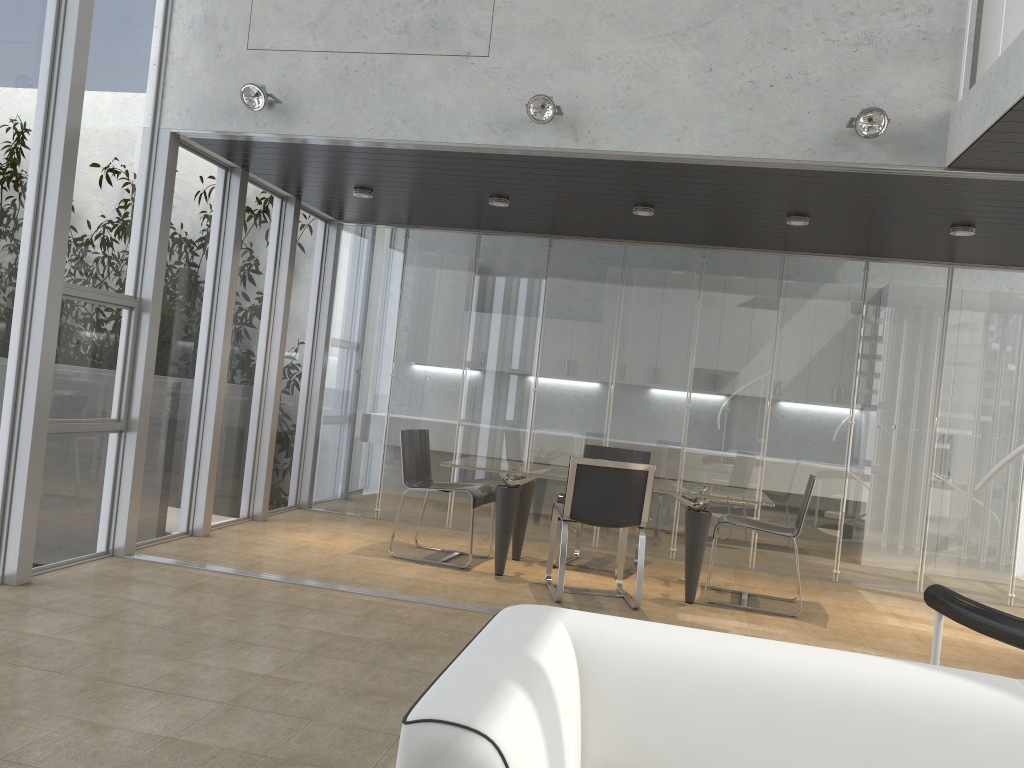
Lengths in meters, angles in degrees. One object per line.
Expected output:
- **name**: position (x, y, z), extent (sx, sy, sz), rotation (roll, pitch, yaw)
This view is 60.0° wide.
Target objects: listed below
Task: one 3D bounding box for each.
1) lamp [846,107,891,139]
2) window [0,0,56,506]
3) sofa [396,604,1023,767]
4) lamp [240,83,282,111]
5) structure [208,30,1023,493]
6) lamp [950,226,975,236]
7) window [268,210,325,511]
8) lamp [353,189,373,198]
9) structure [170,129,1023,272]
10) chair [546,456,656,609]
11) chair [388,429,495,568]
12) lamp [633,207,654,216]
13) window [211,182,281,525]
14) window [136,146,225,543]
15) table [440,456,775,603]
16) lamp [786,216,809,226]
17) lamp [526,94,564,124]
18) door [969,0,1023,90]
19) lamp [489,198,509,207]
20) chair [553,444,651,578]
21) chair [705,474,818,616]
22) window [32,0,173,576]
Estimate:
- **lamp**: position (1.867, -1.351, 4.645), extent (0.197, 0.154, 0.254), rotation (6, -1, 11)
- **window**: position (-2.493, -1.801, 4.295), extent (0.010, 5.650, 0.741), rotation (6, -1, 11)
- **sofa**: position (1.123, 1.021, 1.764), extent (2.601, 0.638, 0.971), rotation (6, -1, 11)
- **lamp**: position (-1.516, -1.699, 5.298), extent (0.197, 0.154, 0.228), rotation (6, -1, 11)
- **structure**: position (0.941, 0.981, 5.136), extent (6.700, 6.900, 4.916), rotation (6, -1, 11)
- **lamp**: position (3.040, -1.031, 5.982), extent (0.149, 0.038, 0.149), rotation (6, -1, 26)
- **window**: position (-1.954, -0.202, 7.867), extent (0.010, 2.645, 0.741), rotation (6, -1, 11)
- **lamp**: position (-1.143, -1.462, 6.807), extent (0.149, 0.038, 0.149), rotation (6, -1, 26)
- **structure**: position (-0.698, -2.087, 2.804), extent (9.817, 6.605, 10.665), rotation (6, -1, 10)
- **chair**: position (0.564, 0.937, 5.817), extent (0.546, 0.922, 0.660), rotation (6, -1, -4)
- **chair**: position (-0.497, 0.833, 6.609), extent (0.660, 0.922, 0.546), rotation (6, -1, 16)
- **lamp**: position (0.948, -1.246, 6.395), extent (0.149, 0.038, 0.149), rotation (6, -1, 26)
- **window**: position (-2.128, -0.229, 6.971), extent (0.010, 2.645, 0.741), rotation (6, -1, 11)
- **window**: position (-2.302, -0.256, 6.074), extent (0.010, 2.645, 0.741), rotation (6, -1, 11)
- **table**: position (0.649, 1.039, 6.387), extent (2.250, 0.733, 0.900), rotation (6, -1, 11)
- **lamp**: position (1.994, -1.139, 6.189), extent (0.149, 0.038, 0.149), rotation (6, -1, 26)
- **lamp**: position (0.177, -1.525, 4.978), extent (0.197, 0.154, 0.254), rotation (6, -1, 11)
- **door**: position (2.907, -2.438, 4.661), extent (0.800, 2.100, 0.100), rotation (6, -1, 11)
- **lamp**: position (-0.097, -1.354, 6.601), extent (0.149, 0.038, 0.149), rotation (6, -1, 26)
- **chair**: position (0.697, 0.960, 6.848), extent (0.546, 0.922, 0.660), rotation (6, -1, 21)
- **chair**: position (1.731, 1.062, 6.164), extent (0.660, 0.922, 0.546), rotation (6, -1, 16)
- **window**: position (-2.305, -1.773, 5.189), extent (0.050, 5.700, 0.800), rotation (6, -1, 11)
